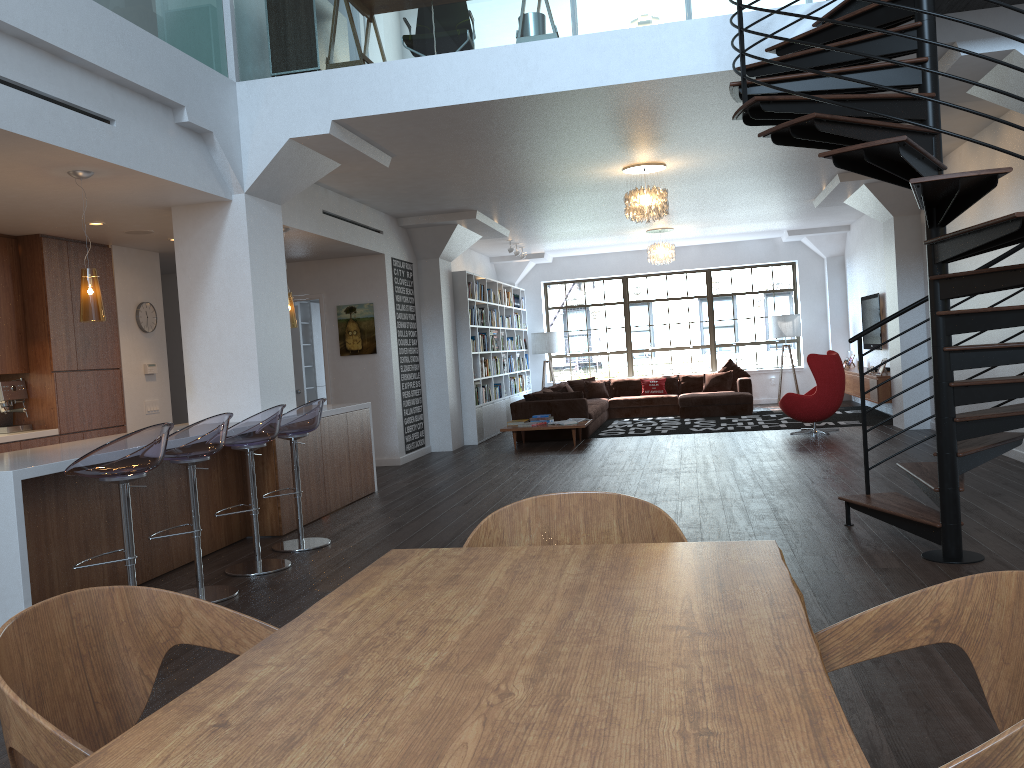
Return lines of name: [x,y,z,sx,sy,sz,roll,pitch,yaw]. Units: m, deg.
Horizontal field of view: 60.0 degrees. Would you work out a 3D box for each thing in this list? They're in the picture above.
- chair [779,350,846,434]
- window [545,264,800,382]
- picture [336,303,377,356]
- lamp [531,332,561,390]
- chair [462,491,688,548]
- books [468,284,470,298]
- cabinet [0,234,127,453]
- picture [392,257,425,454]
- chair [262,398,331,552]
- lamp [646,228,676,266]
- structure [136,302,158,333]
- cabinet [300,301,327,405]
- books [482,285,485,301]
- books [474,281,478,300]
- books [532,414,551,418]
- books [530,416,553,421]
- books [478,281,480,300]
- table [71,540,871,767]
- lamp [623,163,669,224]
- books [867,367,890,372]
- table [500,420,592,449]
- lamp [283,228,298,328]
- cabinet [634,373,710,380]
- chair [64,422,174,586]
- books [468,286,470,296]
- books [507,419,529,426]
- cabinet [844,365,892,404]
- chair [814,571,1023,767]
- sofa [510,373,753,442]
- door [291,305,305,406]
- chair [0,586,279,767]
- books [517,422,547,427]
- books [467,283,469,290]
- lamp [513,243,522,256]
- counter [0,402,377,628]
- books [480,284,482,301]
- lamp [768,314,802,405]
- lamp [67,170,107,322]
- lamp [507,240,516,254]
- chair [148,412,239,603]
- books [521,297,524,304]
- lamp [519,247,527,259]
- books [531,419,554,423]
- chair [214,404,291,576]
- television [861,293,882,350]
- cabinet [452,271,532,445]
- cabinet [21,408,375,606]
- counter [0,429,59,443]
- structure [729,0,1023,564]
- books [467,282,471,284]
chair: [3.738,0.097,11.039,0.801,1.006,0.798,-2,2,37]
window: [2.983,-1.129,16.821,4.648,1.905,0.114,-3,2,11]
picture: [-1.843,-0.645,10.521,0.450,0.600,0.030,-3,2,11]
lamp: [0.680,-0.180,16.702,0.545,1.579,0.545,-4,2,0]
chair: [0.170,0.731,2.239,0.629,0.833,0.618,-4,2,6]
books: [-0.670,-1.301,12.520,0.161,0.218,0.101,-3,2,11]
cabinet: [-4.478,0.087,5.813,0.598,2.499,5.299,-3,2,11]
picture: [-1.282,-0.356,11.087,0.021,2.380,0.800,-3,2,12]
chair: [-1.497,0.615,6.141,0.481,1.014,0.530,-3,2,13]
lamp: [2.321,-2.129,13.818,0.442,0.539,0.441,-5,2,-36]
structure: [-3.601,-0.657,8.743,0.040,0.300,0.300,-3,2,11]
cabinet: [-3.242,-0.469,12.318,0.527,2.991,2.630,-3,2,11]
books: [-0.506,-1.358,13.351,0.182,0.255,0.077,-3,2,11]
books: [-0.584,-1.359,13.003,0.176,0.293,0.125,-3,2,11]
books: [0.405,0.436,11.998,0.224,0.027,0.157,-3,2,16]
books: [0.403,0.467,12.002,0.279,0.035,0.191,-3,2,21]
books: [-0.575,-1.360,13.065,0.197,0.290,0.136,-3,2,11]
table: [-0.200,0.863,0.353,1.012,0.750,3.803,-3,2,12]
lamp: [1.337,-1.890,8.859,0.442,0.539,0.441,-5,2,-36]
books: [5.204,-0.203,12.570,0.250,0.053,0.400,-3,2,11]
table: [0.474,0.663,11.708,1.100,0.271,0.853,-3,2,11]
lamp: [-2.053,-0.958,8.053,0.149,0.900,0.149,-5,2,-34]
cabinet: [2.965,0.156,16.331,1.520,0.625,0.350,-3,2,11]
chair: [-1.855,0.704,4.277,0.481,1.014,0.530,-3,2,13]
books: [-0.691,-1.293,12.459,0.167,0.210,0.162,-3,2,11]
books: [0.086,0.520,12.002,0.241,0.045,0.334,-3,2,13]
cabinet: [5.297,-0.041,13.415,0.459,0.350,4.501,-3,2,11]
chair: [0.591,0.731,1.382,0.617,0.830,0.629,-3,2,11]
sofa: [2.076,0.279,13.961,3.481,0.664,4.197,-3,2,11]
door: [-3.116,0.016,11.651,0.826,2.032,0.174,-3,2,11]
chair: [-0.567,0.803,1.622,0.618,0.833,0.629,-4,2,9]
books: [0.262,0.527,11.618,0.236,0.035,0.340,-2,2,36]
books: [-0.700,-1.292,12.368,0.182,0.215,0.188,-3,2,11]
lamp: [0.078,-2.166,14.338,0.120,0.211,0.111,-5,2,-29]
counter: [-1.629,0.759,4.564,3.039,0.860,8.182,-5,2,-18]
books: [-0.538,-1.347,13.164,0.182,0.253,0.098,-3,2,11]
lamp: [4.881,-0.433,15.750,0.545,1.579,0.545,-3,2,22]
lamp: [-1.575,-1.381,6.223,2.842,1.807,0.149,-6,3,-39]
lamp: [-0.020,-2.142,13.842,0.120,0.211,0.111,-6,3,-44]
chair: [-1.759,0.676,4.902,0.481,1.014,0.530,-4,2,9]
books: [0.147,-1.505,16.615,0.140,0.231,0.042,-3,2,11]
lamp: [0.180,-2.191,14.846,0.120,0.211,0.111,-4,2,-14]
books: [0.409,0.503,11.998,0.312,0.037,0.216,-4,2,1]
chair: [-1.619,0.645,5.523,0.481,1.014,0.530,-4,2,9]
television: [5.380,-0.923,13.290,0.013,0.816,1.324,-3,2,11]
cabinet: [-0.343,-0.453,14.514,0.461,2.414,4.500,-3,2,11]
cabinet: [-2.206,0.759,6.336,0.898,0.796,4.493,-3,2,11]
counter: [-4.539,0.522,5.380,0.600,0.050,4.387,-3,2,11]
structure: [2.184,-1.253,4.617,1.998,4.352,1.998,-5,2,-28]
books: [-0.665,-1.319,12.585,0.159,0.248,0.089,-3,2,11]
